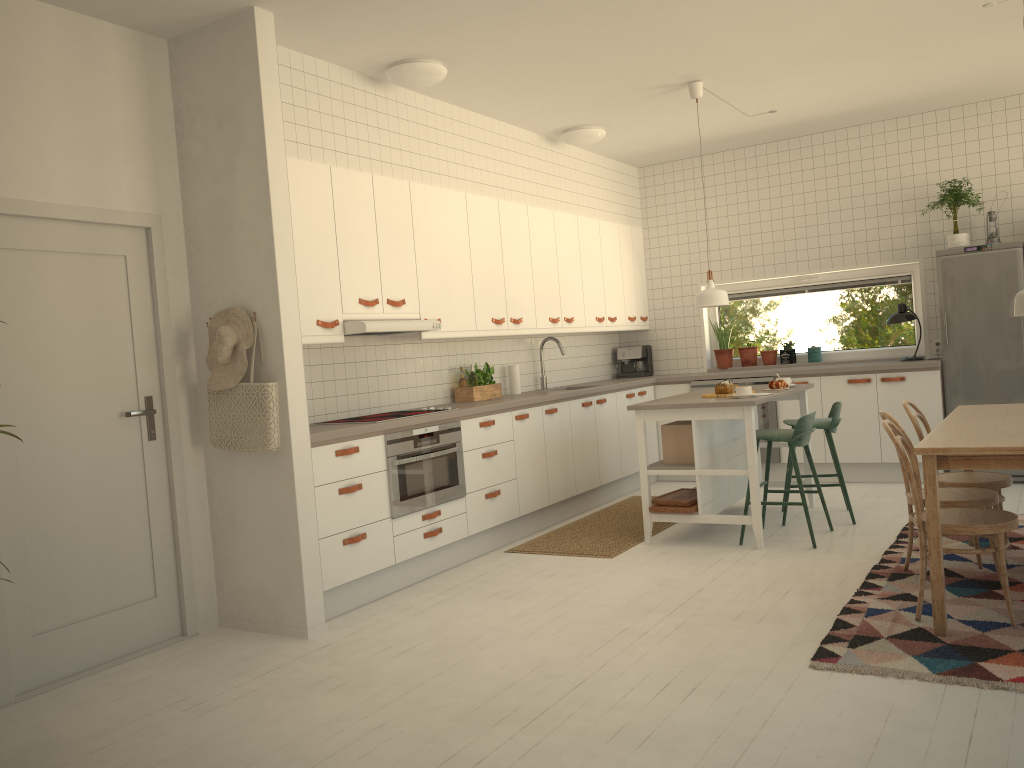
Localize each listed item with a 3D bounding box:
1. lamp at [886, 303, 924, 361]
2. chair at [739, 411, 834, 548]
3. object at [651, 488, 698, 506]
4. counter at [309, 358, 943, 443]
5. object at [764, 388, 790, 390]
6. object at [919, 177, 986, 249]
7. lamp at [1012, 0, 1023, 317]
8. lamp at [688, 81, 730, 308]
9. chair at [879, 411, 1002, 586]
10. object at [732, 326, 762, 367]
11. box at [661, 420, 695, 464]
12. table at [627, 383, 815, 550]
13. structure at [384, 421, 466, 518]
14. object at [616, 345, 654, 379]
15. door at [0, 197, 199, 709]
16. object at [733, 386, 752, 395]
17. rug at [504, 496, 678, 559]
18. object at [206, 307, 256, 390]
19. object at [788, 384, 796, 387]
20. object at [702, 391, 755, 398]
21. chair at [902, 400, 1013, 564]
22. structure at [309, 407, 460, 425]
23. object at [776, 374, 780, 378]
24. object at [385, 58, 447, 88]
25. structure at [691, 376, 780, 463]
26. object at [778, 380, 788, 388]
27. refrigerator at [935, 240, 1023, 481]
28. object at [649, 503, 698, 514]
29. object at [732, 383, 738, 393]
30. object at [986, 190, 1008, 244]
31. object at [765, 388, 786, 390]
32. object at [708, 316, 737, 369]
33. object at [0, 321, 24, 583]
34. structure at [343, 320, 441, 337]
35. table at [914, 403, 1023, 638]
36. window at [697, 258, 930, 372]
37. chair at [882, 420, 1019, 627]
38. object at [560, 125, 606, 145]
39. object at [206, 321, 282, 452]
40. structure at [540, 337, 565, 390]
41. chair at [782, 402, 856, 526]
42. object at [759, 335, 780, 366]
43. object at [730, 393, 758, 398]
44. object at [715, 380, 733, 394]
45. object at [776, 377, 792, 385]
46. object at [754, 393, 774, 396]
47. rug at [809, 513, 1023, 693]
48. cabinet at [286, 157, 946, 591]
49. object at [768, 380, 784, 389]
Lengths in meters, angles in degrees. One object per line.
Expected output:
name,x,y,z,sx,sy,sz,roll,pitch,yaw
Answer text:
lamp,3.137,-0.416,7.104,0.262,0.465,0.239,-5,2,-29
chair,1.625,0.552,5.321,0.446,0.752,0.485,-4,2,31
object,1.088,0.711,5.587,0.280,0.030,0.430,-3,2,40
counter,1.017,0.111,5.798,2.856,0.163,4.846,-3,2,32
object,1.748,0.034,5.849,0.167,0.005,0.167,-4,2,27
object,3.351,-1.291,6.681,0.468,0.545,0.474,-6,2,-44
lamp,2.042,-1.069,3.478,0.230,1.595,0.229,-5,2,-23
lamp,1.249,-1.247,5.776,0.229,1.490,0.230,-4,2,32
chair,2.012,0.514,4.164,0.483,0.810,0.385,-4,2,14
object,2.136,-0.341,8.022,0.258,0.370,0.234,-3,2,44
box,1.128,0.360,5.607,0.237,0.242,0.357,-4,2,33
table,1.447,0.495,5.845,0.794,0.864,1.424,-4,2,32
structure,-0.742,0.483,5.163,0.704,0.447,0.682,-3,2,32
object,1.122,-0.208,8.346,0.316,0.292,0.280,-3,2,33
door,-1.901,0.238,3.899,0.166,2.033,0.955,-4,2,32
object,1.391,0.044,5.333,0.098,0.064,0.094,-5,2,-10
rug,0.789,0.967,6.218,0.750,0.004,2.001,-3,2,32
object,-1.343,-0.166,4.157,0.335,0.385,0.136,-4,2,32
object,1.839,0.015,6.002,0.160,0.020,0.160,-4,2,28
object,1.371,0.065,5.624,0.306,0.019,0.237,-6,2,-42
chair,2.307,0.477,4.580,0.483,0.810,0.385,-3,2,34
structure,-0.726,0.197,5.123,0.504,0.057,0.764,-3,2,32
object,1.828,-0.028,6.024,0.028,0.086,0.102,-5,2,-17
object,-0.541,-1.747,5.030,0.351,0.101,0.351,-5,2,-16
structure,2.034,0.293,7.727,0.705,0.710,0.704,-4,2,32
object,1.785,0.002,5.853,0.060,0.059,0.074,-5,2,1
refrigerator,3.852,-0.162,6.566,1.145,1.777,0.559,-4,2,32
object,1.065,0.745,5.515,0.280,0.030,0.430,-3,2,32
object,1.390,0.025,5.625,0.083,0.057,0.072,-3,2,38
object,3.571,-1.223,6.557,0.154,0.383,0.163,-6,2,-35
object,1.750,0.032,5.853,0.120,0.005,0.122,-6,2,-40
object,1.947,-0.391,8.118,0.300,0.499,0.334,-4,2,15
object,-2.111,0.467,2.331,0.778,1.711,2.089,-4,2,13
structure,-0.801,-0.324,5.143,0.482,0.073,0.681,-3,2,32
table,2.399,0.531,3.896,0.894,0.749,1.798,-4,2,32
window,2.615,-0.570,7.777,1.897,0.816,0.293,-3,2,32
chair,1.828,0.544,3.688,0.483,0.810,0.385,-4,2,29
object,0.545,-1.890,6.794,0.351,0.101,0.351,-5,2,-16
object,-1.269,0.017,4.168,0.439,0.612,0.093,-4,2,31
structure,0.321,-0.168,7.090,0.236,0.421,0.063,-3,2,39
chair,1.978,0.507,5.827,0.446,0.752,0.485,-4,2,17
object,2.300,-0.300,7.897,0.194,0.277,0.177,-5,2,-1
object,1.396,0.072,5.334,0.160,0.020,0.160,-5,2,-3
object,1.329,0.018,5.568,0.086,0.087,0.090,-3,2,39
object,1.838,-0.011,6.004,0.094,0.060,0.098,-4,2,29
object,1.522,0.065,5.448,0.167,0.005,0.167,-4,2,27
rug,2.597,0.881,4.063,1.748,0.035,3.026,-3,2,32
cabinet,0.984,-0.285,5.788,2.852,2.159,4.846,-3,2,32
object,1.731,0.006,5.848,0.070,0.060,0.131,-5,2,-20
